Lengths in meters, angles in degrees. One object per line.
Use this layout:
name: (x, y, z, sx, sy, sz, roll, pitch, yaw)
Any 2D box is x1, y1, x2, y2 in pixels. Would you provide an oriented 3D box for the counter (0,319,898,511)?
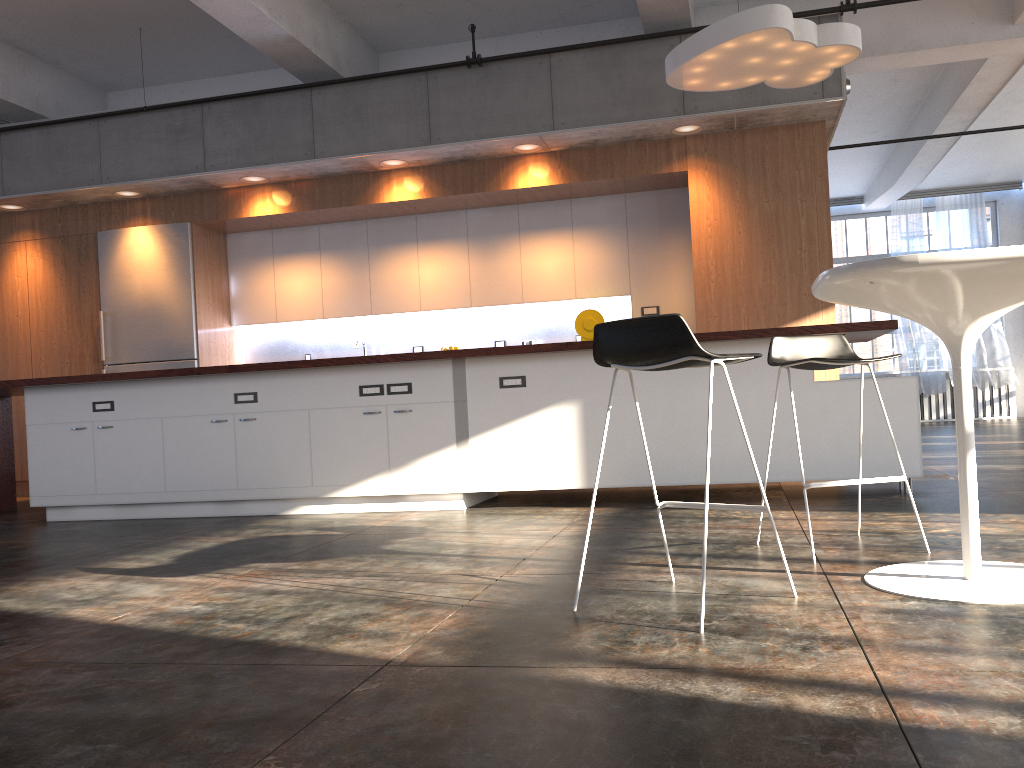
counter: (-1.008, 0.341, 5.942, 6.598, 0.971, 1.152, -3, -1, 12)

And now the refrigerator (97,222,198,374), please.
refrigerator: (-3.319, -0.342, 8.178, 0.950, 2.190, 0.221, -3, 0, 9)

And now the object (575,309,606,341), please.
object: (0.686, -0.454, 7.655, 0.272, 0.381, 0.100, -3, 0, 12)

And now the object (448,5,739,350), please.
object: (-0.543, -0.316, 7.940, 0.051, 0.060, 0.058, -4, -1, 36)

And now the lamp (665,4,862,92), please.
lamp: (1.574, -2.051, 5.582, 1.099, 0.130, 0.989, -2, -2, -31)

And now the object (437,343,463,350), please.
object: (-6.248, 0.625, 10.842, 12.991, 1.214, 0.963, -4, -1, 23)

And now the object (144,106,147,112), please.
object: (-0.505, -0.275, 7.998, 0.061, 0.053, 0.052, -3, -1, 20)

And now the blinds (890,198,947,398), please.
blinds: (6.841, -1.534, 15.038, 0.686, 3.558, 0.884, -3, 0, 13)

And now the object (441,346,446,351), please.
object: (-0.619, -0.315, 8.048, 0.060, 0.060, 0.049, -2, -1, -42)

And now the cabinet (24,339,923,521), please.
cabinet: (-0.417, 0.335, 5.804, 5.599, 0.930, 0.930, -3, -1, 12)

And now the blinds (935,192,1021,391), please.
blinds: (7.679, -1.624, 14.716, 1.048, 3.500, 1.008, -3, 0, 14)

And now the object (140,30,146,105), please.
object: (-0.556, -0.277, 7.972, 0.052, 0.053, 0.062, -2, -1, -39)

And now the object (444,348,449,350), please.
object: (-4.031, -1.173, 8.175, 6.851, 2.169, 0.053, -3, 0, 4)

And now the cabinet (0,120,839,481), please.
cabinet: (-1.124, -0.537, 8.885, 8.037, 2.562, 2.400, -3, -1, 12)

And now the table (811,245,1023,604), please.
table: (1.373, 0.128, 2.686, 0.822, 0.951, 0.836, -3, -1, 13)

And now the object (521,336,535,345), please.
object: (0.144, -0.335, 8.042, 0.143, 0.209, 0.060, -3, 0, 12)

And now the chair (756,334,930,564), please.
chair: (1.220, 0.245, 3.363, 0.467, 0.895, 0.501, -3, -1, -10)

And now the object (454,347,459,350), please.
object: (-0.505, -0.321, 7.978, 0.053, 0.051, 0.063, -3, -1, 6)
